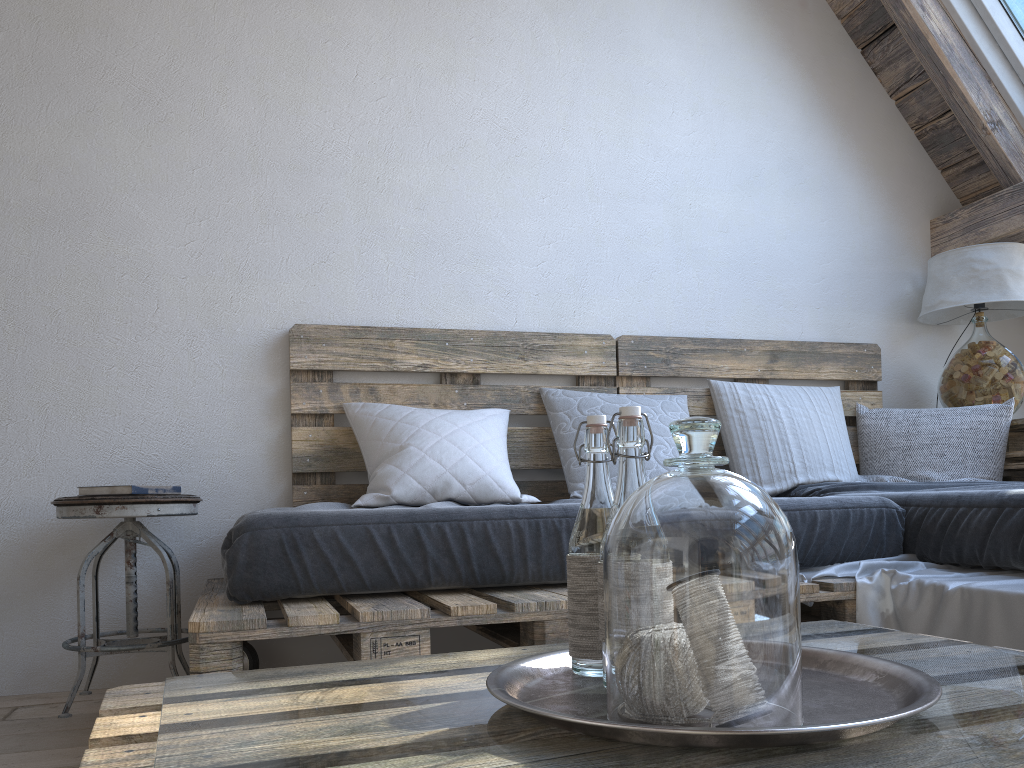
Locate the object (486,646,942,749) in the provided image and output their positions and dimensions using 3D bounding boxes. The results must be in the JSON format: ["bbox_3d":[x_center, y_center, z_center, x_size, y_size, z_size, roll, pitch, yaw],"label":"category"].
[{"bbox_3d":[0.174,0.276,0.804,0.395,0.021,0.398,-2,-8,2],"label":"object"}]

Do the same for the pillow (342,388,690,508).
[{"bbox_3d":[0.087,0.164,2.532,1.129,0.354,0.353,1,-5,-17],"label":"pillow"}]

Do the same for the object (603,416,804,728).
[{"bbox_3d":[0.153,0.150,0.719,0.156,0.246,0.156,-4,-3,41],"label":"object"}]

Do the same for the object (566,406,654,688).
[{"bbox_3d":[0.104,0.161,0.877,0.071,0.266,0.154,-1,-2,-17],"label":"object"}]

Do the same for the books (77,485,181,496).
[{"bbox_3d":[-0.958,0.269,2.213,0.150,0.021,0.206,-3,-8,12],"label":"books"}]

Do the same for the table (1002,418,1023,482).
[{"bbox_3d":[1.967,0.453,2.813,0.674,0.697,1.025,0,-6,-17],"label":"table"}]

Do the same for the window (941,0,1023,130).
[{"bbox_3d":[1.421,-1.482,2.398,1.096,1.271,0.860,0,-3,-17],"label":"window"}]

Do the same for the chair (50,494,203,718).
[{"bbox_3d":[-0.964,0.541,2.228,0.353,0.518,0.356,-1,-3,-14],"label":"chair"}]

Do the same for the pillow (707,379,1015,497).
[{"bbox_3d":[1.127,0.171,2.888,0.967,0.398,0.389,-1,-4,-1],"label":"pillow"}]

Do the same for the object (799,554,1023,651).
[{"bbox_3d":[0.951,0.524,1.930,0.505,0.275,0.713,2,-8,-33],"label":"object"}]

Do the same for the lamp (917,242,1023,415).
[{"bbox_3d":[1.507,0.225,3.207,0.389,1.279,0.827,-1,-3,-32],"label":"lamp"}]
